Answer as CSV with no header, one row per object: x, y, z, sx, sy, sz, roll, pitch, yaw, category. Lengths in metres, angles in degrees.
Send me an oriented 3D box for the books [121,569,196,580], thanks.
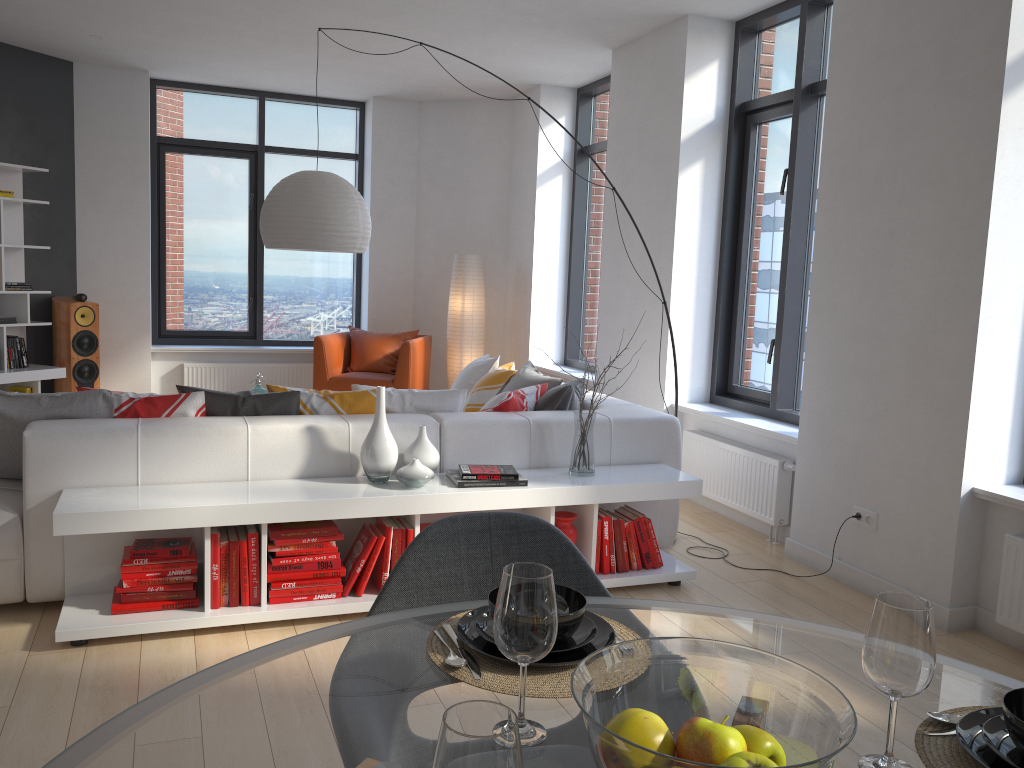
-1.351,0.698,3.399,0.261,0.028,0.191,0,7,-21,books

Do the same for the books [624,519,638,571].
0.501,0.714,4.028,0.081,0.230,0.165,0,7,-21,books

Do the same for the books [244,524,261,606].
-1.015,0.689,3.460,0.049,0.291,0.214,0,7,-21,books

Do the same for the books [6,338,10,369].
-3.963,-0.252,6.835,0.202,0.268,0.053,5,7,23,books

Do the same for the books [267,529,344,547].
-0.824,0.595,3.519,0.266,0.026,0.187,-1,8,-27,books

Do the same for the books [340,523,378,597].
-0.633,0.710,3.597,0.144,0.247,0.188,0,7,-21,books

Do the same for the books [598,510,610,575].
0.380,0.696,3.977,0.050,0.268,0.198,0,7,-21,books

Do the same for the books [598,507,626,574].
0.439,0.704,4.008,0.076,0.252,0.199,0,7,-21,books

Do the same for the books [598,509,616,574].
0.410,0.701,3.987,0.056,0.262,0.185,0,7,-21,books

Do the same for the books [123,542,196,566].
-1.343,0.647,3.381,0.254,0.025,0.178,0,7,-22,books

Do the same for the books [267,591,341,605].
-0.837,0.820,3.540,0.274,0.029,0.200,0,7,-21,books

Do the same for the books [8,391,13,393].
-3.913,0.180,6.841,0.180,0.251,0.019,5,7,23,books

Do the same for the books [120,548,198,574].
-1.341,0.673,3.381,0.269,0.028,0.179,0,7,-20,books

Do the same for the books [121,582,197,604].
-1.346,0.780,3.396,0.259,0.034,0.206,0,7,-18,books

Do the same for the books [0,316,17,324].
-3.995,-0.488,6.757,0.250,0.047,0.310,5,7,19,books

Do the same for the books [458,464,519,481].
-0.102,0.375,3.754,0.238,0.027,0.188,1,7,-8,books

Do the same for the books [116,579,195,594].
-1.351,0.751,3.381,0.266,0.026,0.187,0,7,-16,books

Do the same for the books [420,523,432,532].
-0.272,0.636,3.787,0.301,0.032,0.227,0,7,-21,books

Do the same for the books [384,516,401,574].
-0.503,0.698,3.656,0.038,0.270,0.215,0,7,-21,books

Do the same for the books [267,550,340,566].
-0.837,0.668,3.527,0.261,0.027,0.191,-1,8,-25,books

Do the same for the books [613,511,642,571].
0.522,0.713,4.040,0.083,0.233,0.178,0,7,-21,books

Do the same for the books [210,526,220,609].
-1.147,0.690,3.410,0.036,0.294,0.208,0,7,-21,books

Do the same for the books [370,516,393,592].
-0.533,0.696,3.626,0.046,0.282,0.199,0,7,-21,books

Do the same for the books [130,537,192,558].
-1.332,0.622,3.372,0.206,0.029,0.152,1,7,-15,books

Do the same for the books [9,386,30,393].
-3.864,0.158,6.965,0.204,0.270,0.029,5,7,23,books

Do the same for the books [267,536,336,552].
-0.845,0.619,3.521,0.257,0.025,0.182,0,7,-21,books

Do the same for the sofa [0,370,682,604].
-1.202,0.359,4.953,3.424,0.732,2.614,0,7,-21,sofa

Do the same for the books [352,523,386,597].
-0.592,0.711,3.605,0.115,0.245,0.192,0,7,-21,books

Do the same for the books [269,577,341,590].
-0.829,0.766,3.521,0.266,0.026,0.187,0,7,-22,books

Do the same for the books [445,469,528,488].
-0.112,0.398,3.780,0.300,0.026,0.245,0,7,-16,books

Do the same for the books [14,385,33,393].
-3.861,0.154,6.993,0.213,0.270,0.025,5,7,23,books

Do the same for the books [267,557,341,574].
-0.842,0.699,3.547,0.279,0.039,0.206,0,7,-20,books

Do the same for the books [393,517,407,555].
-0.472,0.702,3.659,0.028,0.266,0.188,0,7,-21,books

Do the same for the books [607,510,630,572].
0.470,0.709,4.009,0.066,0.247,0.175,0,7,-21,books

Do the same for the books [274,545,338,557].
-0.826,0.643,3.523,0.236,0.023,0.178,0,7,-21,books

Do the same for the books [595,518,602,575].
0.348,0.706,3.958,0.026,0.250,0.168,0,7,-22,books

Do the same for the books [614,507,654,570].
0.557,0.704,4.060,0.119,0.249,0.187,0,7,-21,books

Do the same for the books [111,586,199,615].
-1.360,0.814,3.387,0.301,0.032,0.227,0,7,-21,books

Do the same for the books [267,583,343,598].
-0.827,0.793,3.521,0.282,0.030,0.188,0,7,-20,books

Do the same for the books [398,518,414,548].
-0.441,0.701,3.654,0.028,0.269,0.181,0,7,-22,books

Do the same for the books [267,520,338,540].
-0.842,0.564,3.516,0.259,0.034,0.206,-1,8,-24,books

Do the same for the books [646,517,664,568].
0.617,0.712,4.090,0.103,0.230,0.173,0,7,-21,books

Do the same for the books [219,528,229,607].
-1.116,0.706,3.428,0.031,0.255,0.181,0,7,-21,books

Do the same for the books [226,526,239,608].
-1.085,0.705,3.441,0.034,0.259,0.207,0,7,-21,books

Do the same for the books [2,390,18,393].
-3.900,0.178,6.864,0.185,0.250,0.035,5,7,23,books

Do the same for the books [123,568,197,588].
-1.342,0.725,3.389,0.257,0.025,0.182,0,7,-21,books

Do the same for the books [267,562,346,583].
-0.837,0.734,3.552,0.301,0.032,0.227,0,7,-21,books

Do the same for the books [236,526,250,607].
-1.046,0.705,3.445,0.042,0.259,0.195,0,7,-21,books

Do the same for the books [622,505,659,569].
0.586,0.700,4.074,0.116,0.255,0.198,0,7,-21,books
